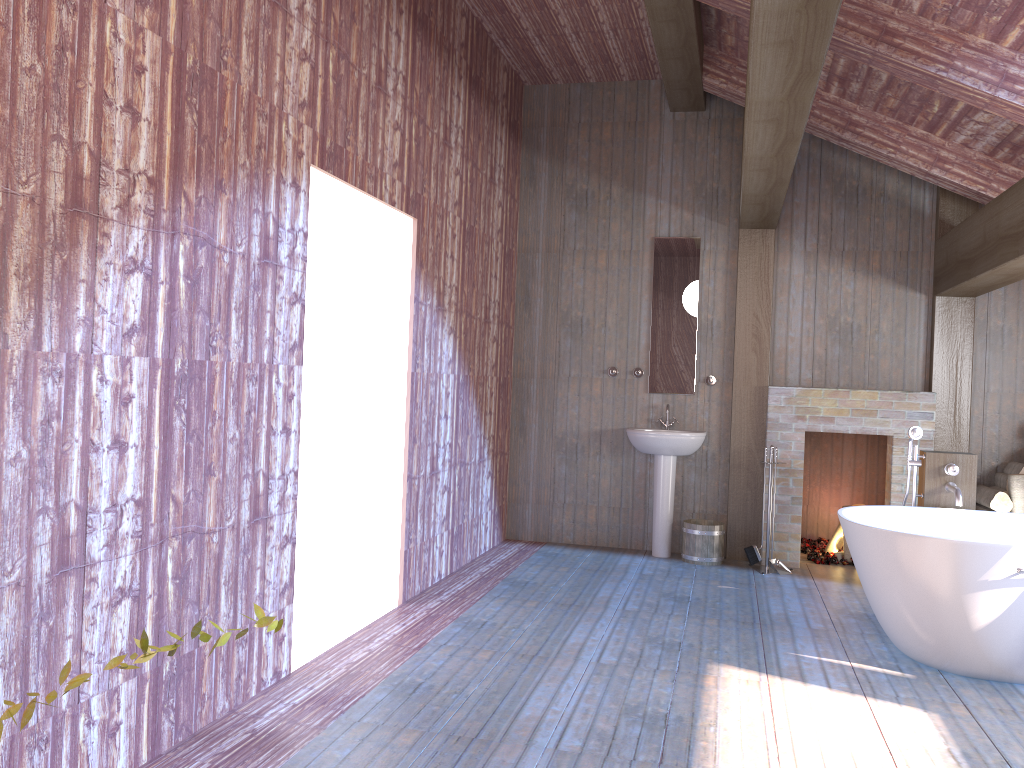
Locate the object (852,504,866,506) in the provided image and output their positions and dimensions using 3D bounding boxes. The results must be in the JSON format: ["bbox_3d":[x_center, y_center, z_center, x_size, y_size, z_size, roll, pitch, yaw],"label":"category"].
[{"bbox_3d":[2.712,1.162,6.899,0.140,0.459,0.266,2,0,32],"label":"object"}]

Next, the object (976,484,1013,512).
[{"bbox_3d":[3.252,0.775,6.024,0.139,0.137,0.455,2,0,12],"label":"object"}]

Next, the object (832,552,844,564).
[{"bbox_3d":[2.541,1.305,6.714,0.278,0.084,0.085,2,0,-30],"label":"object"}]

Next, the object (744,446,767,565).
[{"bbox_3d":[1.723,0.862,6.272,0.136,0.846,0.062,2,0,-5],"label":"object"}]

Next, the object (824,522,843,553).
[{"bbox_3d":[2.537,1.197,6.877,0.221,0.306,0.121,2,0,41],"label":"object"}]

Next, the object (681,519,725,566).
[{"bbox_3d":[1.396,1.156,6.482,0.309,0.290,0.308,2,0,24],"label":"object"}]

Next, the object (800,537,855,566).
[{"bbox_3d":[2.631,1.322,7.011,0.829,0.085,0.935,2,0,-4],"label":"object"}]

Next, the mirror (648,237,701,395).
[{"bbox_3d":[1.241,-0.521,6.773,0.350,1.199,0.009,2,0,14],"label":"mirror"}]

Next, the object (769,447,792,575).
[{"bbox_3d":[1.862,0.880,6.225,0.126,0.871,0.206,2,0,-33],"label":"object"}]

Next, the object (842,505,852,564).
[{"bbox_3d":[2.552,1.141,6.703,0.098,0.434,0.283,2,0,12],"label":"object"}]

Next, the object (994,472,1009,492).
[{"bbox_3d":[3.410,0.674,6.088,0.108,0.113,0.302,2,0,14],"label":"object"}]

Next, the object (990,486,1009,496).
[{"bbox_3d":[3.366,0.755,6.097,0.099,0.093,0.280,2,0,15],"label":"object"}]

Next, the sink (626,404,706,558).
[{"bbox_3d":[1.127,0.722,6.578,0.582,1.143,0.475,2,0,13],"label":"sink"}]

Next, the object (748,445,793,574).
[{"bbox_3d":[1.804,0.875,6.305,0.333,0.888,0.276,2,0,-34],"label":"object"}]

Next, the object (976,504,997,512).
[{"bbox_3d":[3.238,0.905,6.015,0.137,0.133,0.437,2,0,12],"label":"object"}]

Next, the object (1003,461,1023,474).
[{"bbox_3d":[3.444,0.591,6.011,0.114,0.113,0.301,2,0,12],"label":"object"}]

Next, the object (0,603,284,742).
[{"bbox_3d":[-0.729,0.709,0.693,0.972,1.073,0.970,2,0,-6],"label":"object"}]

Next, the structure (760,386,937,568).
[{"bbox_3d":[2.404,0.697,6.406,1.130,1.330,0.226,2,0,14],"label":"structure"}]

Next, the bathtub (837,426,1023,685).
[{"bbox_3d":[2.584,0.806,4.230,1.935,1.109,1.460,2,0,36],"label":"bathtub"}]

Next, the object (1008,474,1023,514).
[{"bbox_3d":[3.330,0.739,5.819,0.147,0.298,0.109,2,0,17],"label":"object"}]
